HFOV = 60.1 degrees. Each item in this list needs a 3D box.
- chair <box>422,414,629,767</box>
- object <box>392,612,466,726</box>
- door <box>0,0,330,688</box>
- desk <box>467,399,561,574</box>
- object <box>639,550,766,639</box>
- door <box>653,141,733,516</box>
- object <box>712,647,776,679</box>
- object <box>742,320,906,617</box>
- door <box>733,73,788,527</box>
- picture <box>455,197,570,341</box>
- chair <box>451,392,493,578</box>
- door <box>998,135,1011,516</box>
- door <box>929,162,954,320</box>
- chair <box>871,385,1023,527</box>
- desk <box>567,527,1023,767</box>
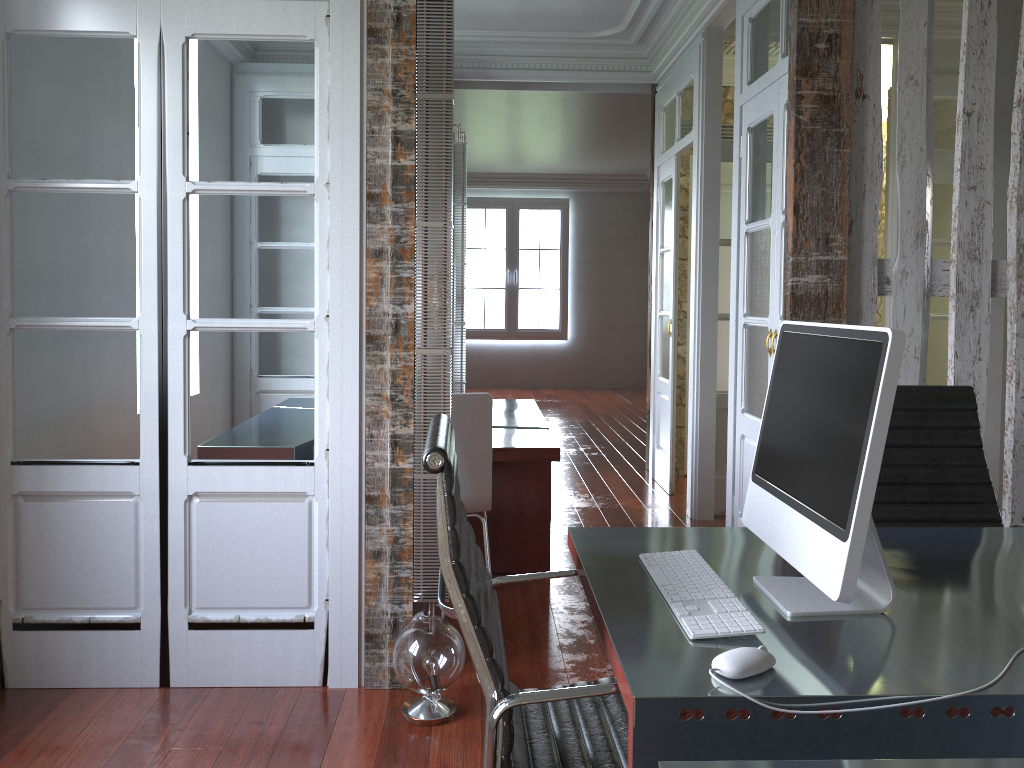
[{"bbox_3d":[0.143,0.588,1.635,0.699,1.020,0.667,1,3,2],"label":"chair"},{"bbox_3d":[-0.253,0.885,2.670,0.220,0.382,0.235,-1,3,-24],"label":"object"},{"bbox_3d":[-1.101,-0.117,2.809,1.160,2.176,0.041,0,2,-2],"label":"door"},{"bbox_3d":[-0.561,0.495,4.407,1.445,0.652,1.718,0,5,-2],"label":"desk"},{"bbox_3d":[0.324,0.365,1.578,0.118,0.017,0.440,0,5,-2],"label":"object"},{"bbox_3d":[1.090,-0.360,5.573,0.482,2.177,1.190,-1,3,-28],"label":"door"},{"bbox_3d":[0.329,0.390,1.250,0.106,0.028,0.059,-3,6,-33],"label":"object"},{"bbox_3d":[0.550,0.136,1.551,0.189,0.484,0.485,0,4,-2],"label":"object"},{"bbox_3d":[1.118,-0.184,3.726,0.041,2.174,1.060,0,3,-2],"label":"door"},{"bbox_3d":[0.004,-1.605,12.357,1.580,1.983,0.127,0,2,-2],"label":"picture"},{"bbox_3d":[-0.298,0.461,3.465,0.475,0.917,0.603,0,3,-2],"label":"chair"},{"bbox_3d":[2.911,-0.182,4.408,1.076,2.081,0.041,0,2,-2],"label":"door"},{"bbox_3d":[2.866,-0.264,5.260,1.076,2.081,0.041,0,2,-2],"label":"door"},{"bbox_3d":[1.079,0.540,2.235,0.665,1.020,0.701,0,3,-8],"label":"chair"},{"bbox_3d":[1.400,0.761,1.444,2.507,0.726,1.305,0,5,-2],"label":"desk"}]
